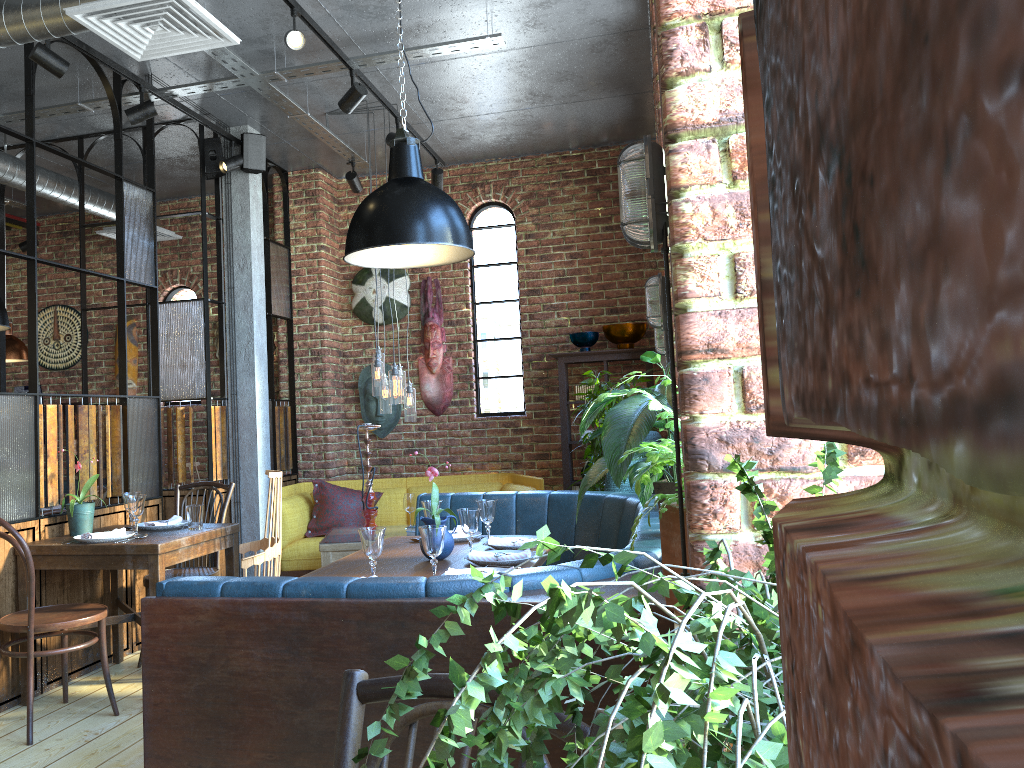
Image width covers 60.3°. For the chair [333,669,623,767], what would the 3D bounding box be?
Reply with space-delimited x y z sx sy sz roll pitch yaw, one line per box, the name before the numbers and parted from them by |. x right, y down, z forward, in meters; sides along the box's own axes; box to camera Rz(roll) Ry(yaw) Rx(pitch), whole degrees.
chair | -0.147 0.785 0.765 0.422 0.917 0.498 -5 -4 32

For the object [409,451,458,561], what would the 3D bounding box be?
object | -0.300 0.479 3.501 0.142 0.432 0.208 -5 -4 31

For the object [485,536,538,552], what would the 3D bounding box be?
object | 0.023 0.662 3.731 0.276 0.051 0.316 -3 -2 16

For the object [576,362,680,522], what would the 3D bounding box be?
object | 0.504 0.088 2.801 0.620 0.753 0.717 -3 -3 11

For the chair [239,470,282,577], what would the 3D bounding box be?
chair | -1.294 0.929 4.207 0.440 1.007 0.547 -2 -4 -16

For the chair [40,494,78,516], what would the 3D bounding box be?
chair | -2.530 1.038 4.609 0.572 0.922 0.419 -5 -4 30

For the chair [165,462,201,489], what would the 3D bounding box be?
chair | -2.269 1.046 6.150 0.536 1.007 0.449 -3 -4 0

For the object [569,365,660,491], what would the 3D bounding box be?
object | 0.674 0.633 5.771 0.717 1.531 0.868 -2 -3 -9

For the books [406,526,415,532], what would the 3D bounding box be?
books | -0.523 0.923 5.616 0.285 0.028 0.153 -4 -3 37

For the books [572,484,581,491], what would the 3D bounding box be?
books | 0.749 0.736 6.622 0.599 0.576 0.186 -3 -4 13

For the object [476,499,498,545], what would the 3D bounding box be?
object | -0.105 0.601 3.831 0.103 0.192 0.094 -6 -5 42

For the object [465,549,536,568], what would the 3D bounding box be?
object | -0.041 0.652 3.374 0.276 0.051 0.316 -3 -2 16

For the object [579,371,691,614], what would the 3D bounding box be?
object | 0.409 0.195 1.676 0.438 0.483 0.440 -5 -4 34

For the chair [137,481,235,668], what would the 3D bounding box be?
chair | -1.768 1.010 4.806 0.411 0.917 0.513 -3 -3 7

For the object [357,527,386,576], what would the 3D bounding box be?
object | -0.472 0.586 2.990 0.103 0.192 0.094 -6 -5 42

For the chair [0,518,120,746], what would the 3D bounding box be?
chair | -2.006 0.982 3.761 0.457 0.922 0.525 -5 -4 34

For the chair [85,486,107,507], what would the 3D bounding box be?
chair | -2.635 1.061 5.101 0.520 0.917 0.405 -3 -4 -2

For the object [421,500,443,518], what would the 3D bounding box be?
object | -0.352 0.615 3.907 0.103 0.192 0.094 -6 -5 42

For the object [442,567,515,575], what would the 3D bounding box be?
object | -0.102 0.640 2.985 0.276 0.051 0.316 -3 -2 16

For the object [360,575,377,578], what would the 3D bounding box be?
object | -0.483 0.652 2.826 0.333 0.051 0.262 -3 -2 16

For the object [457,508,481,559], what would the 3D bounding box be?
object | -0.165 0.590 3.475 0.103 0.192 0.094 -6 -5 42

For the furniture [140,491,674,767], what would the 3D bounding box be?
furniture | -0.036 0.925 3.316 1.394 0.823 2.553 -3 -2 11

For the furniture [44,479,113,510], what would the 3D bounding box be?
furniture | -4.261 1.270 7.381 1.475 0.824 1.457 -3 -3 13

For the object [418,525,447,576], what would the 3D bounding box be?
object | -0.263 0.576 2.963 0.103 0.192 0.094 -6 -5 42

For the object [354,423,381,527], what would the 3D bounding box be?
object | -0.921 0.602 5.606 0.170 0.705 0.258 -3 -4 3

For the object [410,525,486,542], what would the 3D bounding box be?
object | -0.291 0.688 4.044 0.333 0.051 0.262 -3 -2 16

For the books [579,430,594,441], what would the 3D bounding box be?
books | 0.650 0.385 6.661 0.275 0.080 0.174 -3 -2 14

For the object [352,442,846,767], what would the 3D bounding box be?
object | 0.155 0.219 0.538 0.509 0.370 0.592 -3 -3 12

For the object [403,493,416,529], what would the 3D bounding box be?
object | -0.670 0.836 5.798 0.087 0.229 0.095 0 -5 -39

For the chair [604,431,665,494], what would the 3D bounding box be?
chair | 0.370 0.834 5.056 1.078 1.099 0.771 -5 -4 37

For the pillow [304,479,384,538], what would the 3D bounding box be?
pillow | -0.806 0.915 6.682 1.502 0.454 0.398 -3 -3 3

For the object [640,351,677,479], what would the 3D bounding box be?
object | 0.813 0.170 3.991 0.403 0.664 0.489 -5 -4 36
